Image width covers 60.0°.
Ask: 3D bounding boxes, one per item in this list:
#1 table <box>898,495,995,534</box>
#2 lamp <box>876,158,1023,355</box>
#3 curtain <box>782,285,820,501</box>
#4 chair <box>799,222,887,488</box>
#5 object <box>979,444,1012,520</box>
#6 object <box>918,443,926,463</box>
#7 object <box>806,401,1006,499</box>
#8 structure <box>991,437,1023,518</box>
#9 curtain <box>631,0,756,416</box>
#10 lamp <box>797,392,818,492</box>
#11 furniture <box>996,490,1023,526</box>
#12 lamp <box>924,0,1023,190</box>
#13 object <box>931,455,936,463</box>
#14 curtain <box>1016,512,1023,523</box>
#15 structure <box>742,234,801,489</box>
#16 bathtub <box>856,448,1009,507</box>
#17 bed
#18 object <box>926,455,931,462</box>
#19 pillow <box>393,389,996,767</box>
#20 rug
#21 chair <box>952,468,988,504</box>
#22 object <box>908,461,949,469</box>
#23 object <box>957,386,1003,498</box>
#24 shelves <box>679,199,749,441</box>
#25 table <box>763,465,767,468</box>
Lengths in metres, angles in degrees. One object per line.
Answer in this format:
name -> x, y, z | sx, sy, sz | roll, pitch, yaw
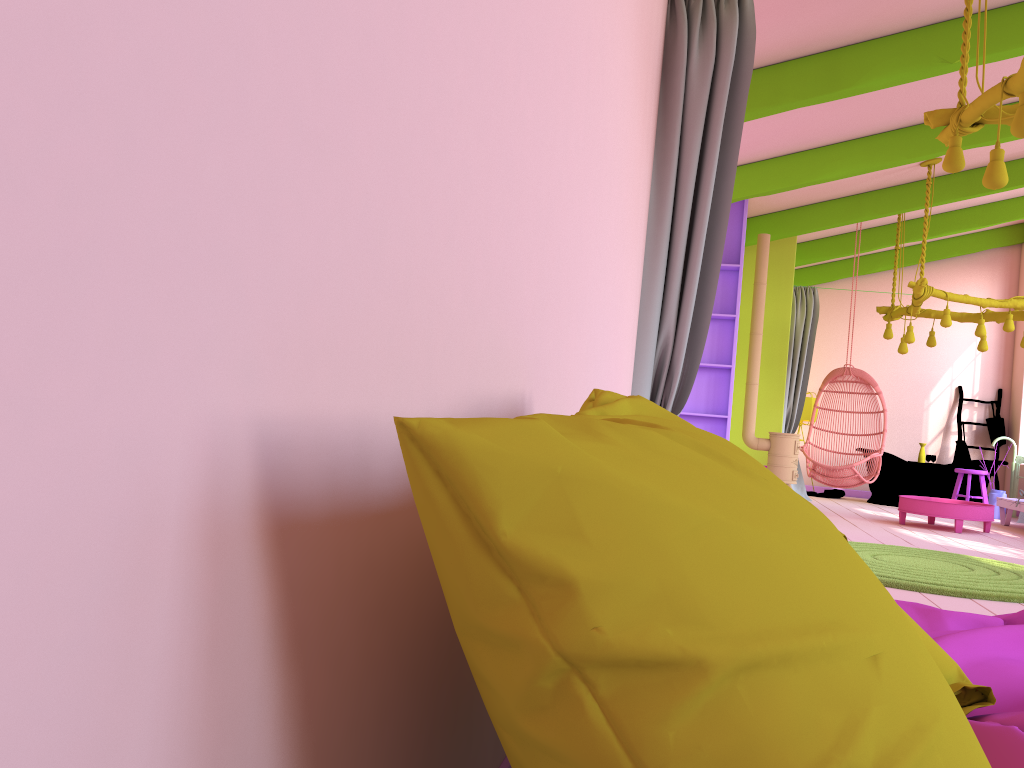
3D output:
table -> 4.405, 1.328, 9.022 | 0.885, 0.285, 0.886 | 3, -3, 39
lamp -> 4.490, -1.399, 9.085 | 1.611, 2.264, 1.776 | 5, -2, -5
curtain -> 3.640, 0.081, 11.415 | 0.518, 2.784, 0.525 | 5, -1, -6
chair -> 3.664, -0.432, 9.626 | 0.860, 3.129, 0.807 | 4, -2, 32
object -> 6.065, 1.193, 11.117 | 0.277, 0.987, 0.451 | 6, -2, -33
object -> 5.545, 0.961, 11.995 | 0.097, 0.320, 0.097 | 4, -2, 24
object -> 4.720, 0.713, 9.162 | 2.826, 1.579, 7.869 | 4, -2, 13
structure -> 6.612, 1.235, 11.757 | 0.254, 1.061, 0.451 | 6, -2, -34
curtain -> 0.716, -0.435, 3.781 | 0.518, 2.784, 0.525 | 5, -1, -6
lamp -> 4.181, 0.842, 12.978 | 0.491, 1.466, 0.477 | 4, -2, 43
furniture -> 5.610, 1.301, 8.462 | 0.907, 0.507, 3.778 | 4, -2, 13
lamp -> 2.586, -1.949, 3.847 | 1.611, 2.264, 1.776 | 5, -2, -5
object -> 5.681, 1.044, 11.960 | 0.069, 0.170, 0.069 | 4, -2, 32
curtain -> 6.491, 0.359, 10.761 | 0.518, 2.784, 0.525 | 4, -2, 32
structure -> 2.696, -0.089, 8.965 | 0.577, 2.813, 0.403 | 4, -2, 30
bathtub -> 5.631, 1.314, 11.992 | 1.889, 0.740, 0.826 | 4, -2, 13
bed -> 1.440, 0.685, 1.288 | 2.802, 0.513, 3.578 | 4, -2, 13
object -> 5.549, 1.028, 11.823 | 0.069, 0.170, 0.069 | 4, -2, 32
pillow -> 0.340, 0.426, 1.280 | 0.848, 0.822, 2.618 | 5, -2, 2
rug -> 2.616, 1.174, 5.677 | 1.889, 0.050, 1.889 | 5, -2, 0
chair -> 5.584, 1.345, 10.867 | 0.473, 0.593, 0.446 | 5, -2, -18
object -> 5.618, 1.101, 12.005 | 0.360, 0.068, 1.324 | 4, -2, 13
object -> 6.603, 0.914, 12.545 | 0.603, 1.764, 0.410 | 5, -1, 13
shelves -> 1.212, -0.363, 8.548 | 1.841, 3.103, 0.385 | 5, -1, 13
table -> 2.754, 1.125, 9.760 | 0.596, 0.458, 0.596 | 6, -2, -40
